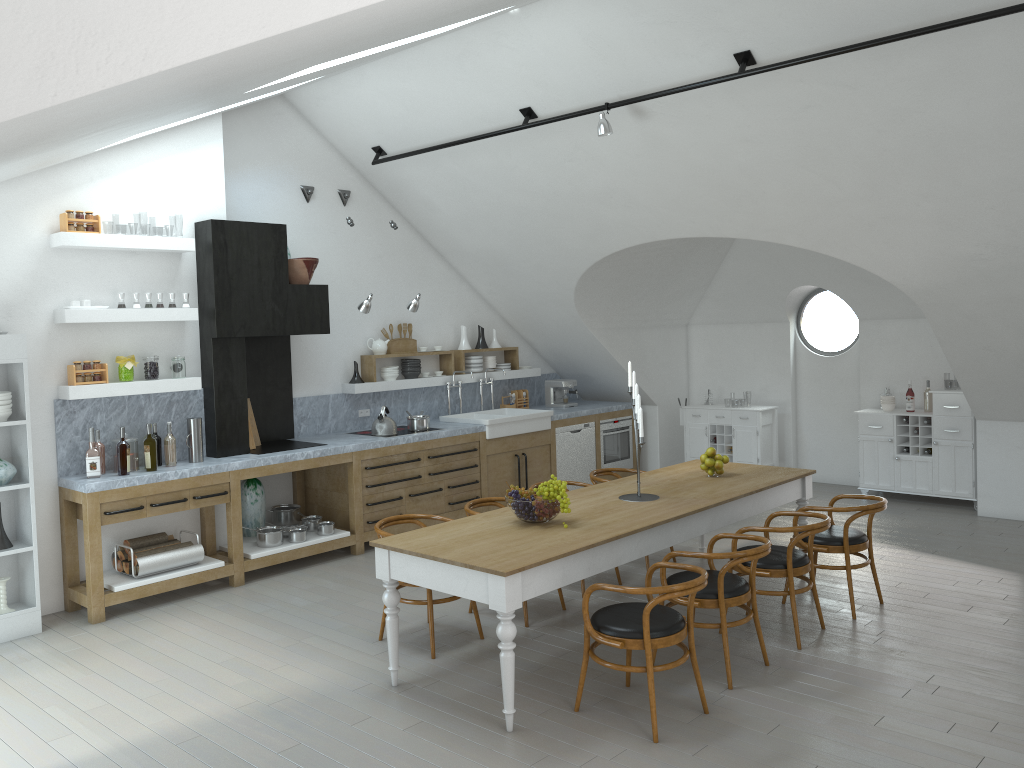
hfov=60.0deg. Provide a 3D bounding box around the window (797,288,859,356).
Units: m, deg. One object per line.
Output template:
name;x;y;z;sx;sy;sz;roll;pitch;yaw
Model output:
window;3.671;-0.723;10.200;0.900;0.899;0.060;1;3;43

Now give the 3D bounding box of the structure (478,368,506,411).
structure;-0.179;0.085;9.767;0.332;0.529;0.214;-1;3;24

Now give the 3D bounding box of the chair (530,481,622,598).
chair;0.438;1.126;6.611;0.528;0.734;0.621;-4;4;-44

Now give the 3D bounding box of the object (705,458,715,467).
object;1.417;0.561;6.350;0.071;0.064;0.072;0;4;36

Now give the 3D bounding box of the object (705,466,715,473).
object;1.442;0.616;6.450;0.080;0.074;0.078;-2;3;-2

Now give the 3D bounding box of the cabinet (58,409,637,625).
cabinet;-1.011;1.013;8.677;1.004;1.021;6.436;1;5;43

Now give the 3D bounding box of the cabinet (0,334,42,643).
cabinet;-3.511;0.681;5.757;0.361;1.987;0.642;0;3;43

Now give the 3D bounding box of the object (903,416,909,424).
object;4.109;0.360;9.141;0.092;0.094;0.359;1;5;43

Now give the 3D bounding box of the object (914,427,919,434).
object;4.191;0.472;9.081;0.085;0.085;0.331;1;4;43

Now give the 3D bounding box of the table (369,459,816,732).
table;0.750;1.141;5.689;1.018;0.798;3.353;1;5;43

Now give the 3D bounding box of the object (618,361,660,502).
object;0.829;0.297;5.789;0.265;0.874;0.776;-1;3;17

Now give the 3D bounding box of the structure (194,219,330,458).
structure;-2.196;-0.392;7.571;0.780;1.882;1.077;0;3;43

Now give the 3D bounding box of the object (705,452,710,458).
object;1.440;0.519;6.490;0.062;0.059;0.062;1;4;44

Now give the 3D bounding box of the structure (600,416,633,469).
structure;1.021;0.708;10.614;0.631;0.636;0.633;1;4;43

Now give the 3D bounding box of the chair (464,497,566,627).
chair;-0.014;1.179;6.038;0.621;0.734;0.528;0;3;40

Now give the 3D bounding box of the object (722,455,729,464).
object;1.539;0.546;6.403;0.063;0.063;0.062;-2;3;5

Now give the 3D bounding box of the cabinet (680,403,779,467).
cabinet;2.540;0.659;10.441;1.135;0.788;0.497;1;4;43

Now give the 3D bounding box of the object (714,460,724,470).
object;1.480;0.580;6.349;0.071;0.072;0.071;-2;3;8

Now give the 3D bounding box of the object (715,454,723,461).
object;1.486;0.532;6.380;0.053;0.057;0.058;-4;3;-32

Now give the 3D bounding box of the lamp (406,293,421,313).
lamp;-0.904;-0.753;8.257;0.169;0.176;0.112;0;3;35

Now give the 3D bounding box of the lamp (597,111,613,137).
lamp;0.674;-1.884;6.416;0.112;0.175;0.114;-2;3;6

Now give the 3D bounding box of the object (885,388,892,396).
object;4.021;0.144;9.525;0.065;0.209;0.115;-4;3;-45

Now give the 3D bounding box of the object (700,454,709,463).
object;1.394;0.541;6.419;0.066;0.071;0.072;-1;3;12

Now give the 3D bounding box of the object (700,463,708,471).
object;1.388;0.597;6.397;0.059;0.056;0.059;0;4;38

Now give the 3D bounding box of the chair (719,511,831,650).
chair;1.634;1.164;5.429;0.621;0.734;0.528;0;3;38

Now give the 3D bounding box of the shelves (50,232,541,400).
shelves;-1.539;-0.580;8.468;0.480;1.360;5.557;0;4;37

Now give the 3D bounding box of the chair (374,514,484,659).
chair;-0.551;1.229;5.550;0.621;0.734;0.528;1;4;43

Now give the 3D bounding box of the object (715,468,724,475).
object;1.500;0.625;6.404;0.064;0.063;0.063;-4;4;-36

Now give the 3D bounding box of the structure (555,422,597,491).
structure;0.506;0.856;10.068;0.598;0.822;0.725;1;4;43

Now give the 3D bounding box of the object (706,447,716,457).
object;1.441;0.492;6.409;0.072;0.074;0.072;1;4;43

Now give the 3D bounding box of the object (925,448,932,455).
object;4.265;0.672;9.011;0.081;0.081;0.359;1;4;41

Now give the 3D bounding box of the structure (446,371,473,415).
structure;-0.511;0.119;9.410;0.332;0.529;0.214;-1;3;24

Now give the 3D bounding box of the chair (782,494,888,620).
chair;2.177;1.115;5.910;0.528;0.734;0.621;-4;4;-44

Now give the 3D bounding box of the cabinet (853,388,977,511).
cabinet;4.224;0.622;9.126;1.242;1.152;0.610;1;4;43

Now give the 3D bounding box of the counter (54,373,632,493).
counter;-1.004;0.189;8.717;0.962;0.619;6.583;1;5;43

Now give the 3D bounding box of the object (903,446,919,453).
object;4.143;0.665;9.134;0.156;0.085;0.331;1;5;44

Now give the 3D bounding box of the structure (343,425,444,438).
structure;-1.118;0.473;8.493;0.647;0.041;0.738;2;5;43

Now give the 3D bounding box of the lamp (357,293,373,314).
lamp;-1.301;-0.709;7.838;0.115;0.178;0.164;-3;3;-29

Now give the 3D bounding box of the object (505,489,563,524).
object;0.141;0.721;5.122;0.360;0.159;0.360;0;4;23

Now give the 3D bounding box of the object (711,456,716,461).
object;1.463;0.537;6.444;0.053;0.050;0.053;-1;3;14

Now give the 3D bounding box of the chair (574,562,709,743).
chair;0.662;1.267;4.349;0.528;0.734;0.621;-4;4;-44

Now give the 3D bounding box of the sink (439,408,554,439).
sink;-0.155;0.412;9.381;0.727;0.202;1.022;1;5;43

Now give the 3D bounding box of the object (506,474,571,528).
object;0.148;0.660;5.092;0.393;0.284;0.293;-2;3;7

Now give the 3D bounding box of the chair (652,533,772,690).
chair;1.127;1.215;4.908;0.621;0.734;0.528;1;4;43

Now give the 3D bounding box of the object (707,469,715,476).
object;1.434;0.635;6.384;0.051;0.050;0.050;-5;4;-43

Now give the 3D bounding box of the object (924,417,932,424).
object;4.255;0.369;8.993;0.087;0.084;0.360;1;5;43

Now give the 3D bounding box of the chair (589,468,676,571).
chair;0.938;1.076;7.133;0.621;0.734;0.528;0;3;40
